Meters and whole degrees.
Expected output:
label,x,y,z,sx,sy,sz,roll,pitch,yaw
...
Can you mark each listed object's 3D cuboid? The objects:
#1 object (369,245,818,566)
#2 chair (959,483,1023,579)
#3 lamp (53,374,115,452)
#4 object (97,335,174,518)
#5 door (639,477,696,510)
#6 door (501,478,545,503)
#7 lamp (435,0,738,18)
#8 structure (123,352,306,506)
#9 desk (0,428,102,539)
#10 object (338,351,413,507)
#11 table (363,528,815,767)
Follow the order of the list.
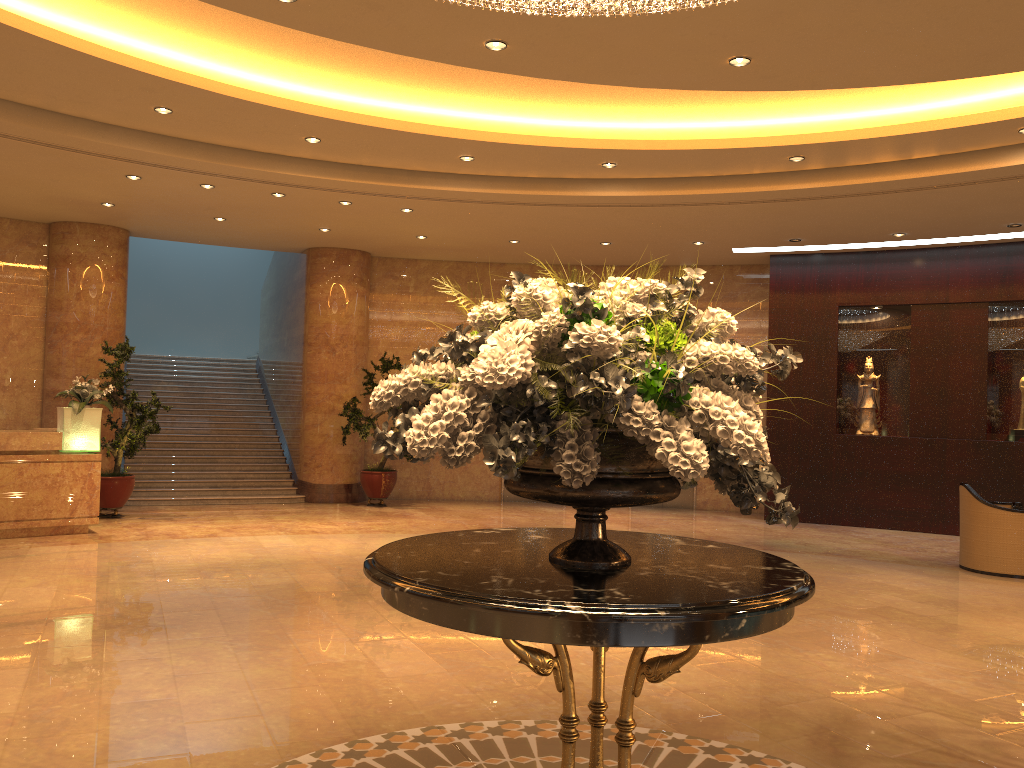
label,x,y,z,sx,sy,sz,roll,pitch,yaw
object,0.243,0.091,3.008,1.318,0.999,1.277,2,-1,7
chair,5.188,1.527,9.440,0.769,0.916,0.951,1,-1,11
lamp,-4.929,0.325,10.251,0.606,0.897,0.532,3,-2,-45
object,-5.117,0.550,11.678,0.843,2.363,1.250,3,-2,-43
door,2.499,0.958,14.582,1.070,2.149,0.150,1,-1,12
door,0.388,0.899,14.815,1.070,2.145,0.150,2,-1,1
lamp,0.305,-2.152,3.143,3.204,1.196,3.206,1,-1,13
structure,-5.705,-0.956,16.383,9.849,5.560,7.472,2,-2,-24
desk,-7.447,0.922,4.901,3.466,1.155,12.951,1,-1,11
object,-1.991,0.688,13.534,1.250,2.363,0.843,2,-1,-2
table,0.232,1.134,3.013,1.493,1.089,1.493,3,-2,-30
